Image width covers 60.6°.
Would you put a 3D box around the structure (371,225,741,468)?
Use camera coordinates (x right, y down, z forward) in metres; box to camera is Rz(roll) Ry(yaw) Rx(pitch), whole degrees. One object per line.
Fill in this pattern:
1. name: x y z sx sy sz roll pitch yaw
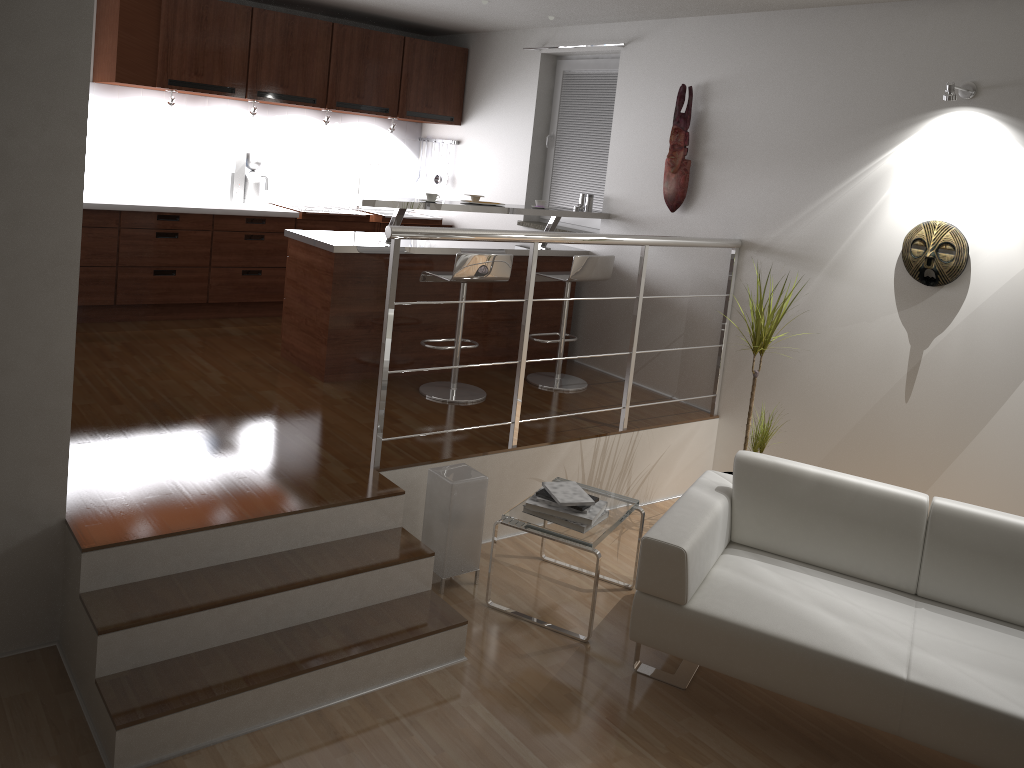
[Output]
1. structure: 0.344 -0.241 4.416 2.328 1.029 0.058 -5 11 -38

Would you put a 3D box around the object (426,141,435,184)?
1. object: -0.697 -1.913 7.574 0.020 0.370 0.109 1 8 -38

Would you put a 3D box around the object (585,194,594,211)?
1. object: 0.527 -1.235 5.961 0.053 0.109 0.053 11 9 35

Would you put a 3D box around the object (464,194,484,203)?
1. object: -0.219 -1.144 5.417 0.140 0.041 0.133 -4 17 -36

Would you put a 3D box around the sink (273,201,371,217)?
1. sink: -1.524 -1.330 7.012 0.602 0.195 0.615 -5 18 -37

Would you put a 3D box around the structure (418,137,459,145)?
1. structure: -0.636 -2.097 7.555 0.049 0.033 0.612 -3 17 -37

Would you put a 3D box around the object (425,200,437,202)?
1. object: -0.474 -1.069 5.114 0.077 0.002 0.079 10 15 15

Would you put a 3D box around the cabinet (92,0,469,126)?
1. cabinet: -1.648 -2.448 6.701 2.724 0.622 0.666 -5 15 -38

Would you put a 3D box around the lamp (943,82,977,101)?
1. lamp: 2.046 -1.343 4.015 0.191 0.106 0.082 -4 13 -38

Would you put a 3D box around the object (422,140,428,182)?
1. object: -0.765 -1.946 7.672 0.008 0.370 0.034 1 8 -38

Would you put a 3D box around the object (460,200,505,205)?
1. object: -0.179 -1.128 5.464 0.309 0.010 0.223 -5 18 -35

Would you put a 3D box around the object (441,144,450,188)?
1. object: -0.555 -1.847 7.389 0.024 0.374 0.073 1 8 -38

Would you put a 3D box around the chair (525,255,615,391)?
1. chair: 0.337 -0.418 5.478 0.388 0.831 0.434 -1 10 -43

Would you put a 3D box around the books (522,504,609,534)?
1. books: 0.223 0.525 3.616 0.291 0.026 0.230 15 17 30

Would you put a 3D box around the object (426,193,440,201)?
1. object: -0.466 -1.087 5.111 0.079 0.045 0.069 7 12 5

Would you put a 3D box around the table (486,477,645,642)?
1. table: 0.239 0.715 3.723 0.470 0.392 0.558 12 13 26

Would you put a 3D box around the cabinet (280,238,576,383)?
1. cabinet: -0.496 -0.530 5.752 1.852 0.734 0.648 -5 14 -38

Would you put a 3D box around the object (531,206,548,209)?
1. object: 0.175 -1.142 5.664 0.142 0.008 0.131 15 17 29

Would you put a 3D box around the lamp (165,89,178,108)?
1. lamp: -2.338 -1.956 6.007 0.080 0.122 0.082 6 9 1

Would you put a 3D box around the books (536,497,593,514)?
1. books: 0.228 0.479 3.611 0.218 0.014 0.154 12 16 20

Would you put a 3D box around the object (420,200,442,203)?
1. object: -0.483 -1.066 5.107 0.130 0.008 0.143 -4 18 -35

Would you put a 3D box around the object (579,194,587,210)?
1. object: 0.486 -1.249 6.003 0.053 0.107 0.053 12 9 35

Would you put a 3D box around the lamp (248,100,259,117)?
1. lamp: -1.882 -2.001 6.365 0.080 0.122 0.082 6 9 1

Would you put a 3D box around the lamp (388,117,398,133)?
1. lamp: -0.969 -2.092 7.081 0.080 0.122 0.082 6 9 1

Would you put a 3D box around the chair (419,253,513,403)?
1. chair: -0.289 -0.355 4.987 0.388 0.831 0.435 1 9 -34

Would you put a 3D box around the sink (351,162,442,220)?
1. sink: -0.987 -1.566 7.398 0.673 0.567 0.614 -3 14 -38

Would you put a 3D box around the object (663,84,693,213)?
1. object: 1.030 -1.443 5.380 0.151 0.774 0.153 7 6 6

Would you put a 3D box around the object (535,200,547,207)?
1. object: 0.186 -1.165 5.671 0.079 0.045 0.069 6 12 -2

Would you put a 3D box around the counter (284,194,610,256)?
1. counter: -0.308 -1.039 5.709 2.107 0.311 0.859 -5 18 -38

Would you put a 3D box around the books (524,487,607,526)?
1. books: 0.225 0.499 3.613 0.290 0.026 0.231 12 16 20

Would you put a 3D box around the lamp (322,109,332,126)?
1. lamp: -1.425 -2.047 6.723 0.080 0.122 0.082 6 9 1

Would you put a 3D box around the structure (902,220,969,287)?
1. structure: 1.986 -0.618 4.148 0.069 0.309 0.324 1 11 -38

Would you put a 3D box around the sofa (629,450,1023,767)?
1. sofa: 1.412 0.834 3.087 1.803 0.724 0.919 13 13 26

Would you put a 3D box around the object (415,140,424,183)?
1. object: -0.817 -1.961 7.718 0.033 0.375 0.066 1 8 -38

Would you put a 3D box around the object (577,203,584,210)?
1. object: 0.468 -1.204 5.945 0.051 0.044 0.052 8 11 8

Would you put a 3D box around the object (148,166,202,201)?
1. object: -2.493 -1.486 6.477 0.370 0.235 0.159 -4 13 -38

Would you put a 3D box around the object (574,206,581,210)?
1. object: 0.443 -1.195 5.954 0.051 0.019 0.052 -4 17 -35

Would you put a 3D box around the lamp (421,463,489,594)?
1. lamp: -0.252 0.612 3.763 0.192 0.471 0.203 0 9 -38

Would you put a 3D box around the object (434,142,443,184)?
1. object: -0.612 -1.890 7.498 0.043 0.358 0.092 1 8 -39

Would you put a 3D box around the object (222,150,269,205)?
1. object: -2.035 -1.594 6.763 0.330 0.397 0.167 -2 10 -38

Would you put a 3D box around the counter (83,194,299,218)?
1. counter: -2.616 -1.265 6.130 2.107 0.039 0.697 -6 19 -38

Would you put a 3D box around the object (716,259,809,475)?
1. object: 1.183 0.113 4.340 0.500 1.445 0.450 3 7 -26

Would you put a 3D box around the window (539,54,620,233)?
1. window: 0.530 -1.750 6.357 0.142 1.242 0.862 1 10 -38

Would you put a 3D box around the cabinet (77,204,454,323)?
1. cabinet: -2.106 -0.949 6.600 3.511 0.782 0.696 -5 15 -38
